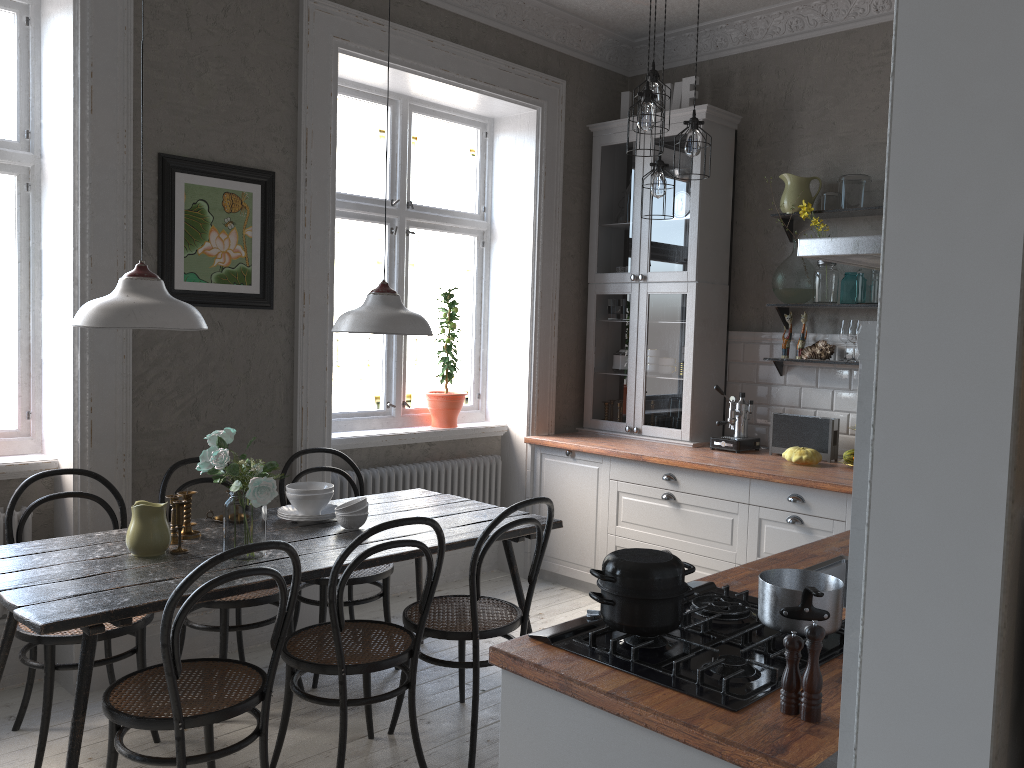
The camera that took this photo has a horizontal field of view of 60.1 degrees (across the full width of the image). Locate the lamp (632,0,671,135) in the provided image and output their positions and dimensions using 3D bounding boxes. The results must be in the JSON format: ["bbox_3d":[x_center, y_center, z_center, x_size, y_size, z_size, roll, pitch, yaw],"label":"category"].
[{"bbox_3d":[0.609,-1.928,3.665,0.144,1.735,0.149,4,4,31],"label":"lamp"}]

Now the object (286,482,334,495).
[{"bbox_3d":[-0.777,0.437,3.404,0.176,0.094,0.183,4,4,35],"label":"object"}]

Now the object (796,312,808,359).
[{"bbox_3d":[1.593,-0.265,4.843,0.062,0.264,0.053,1,4,-10],"label":"object"}]

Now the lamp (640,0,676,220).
[{"bbox_3d":[0.666,-1.597,3.848,0.145,1.735,0.148,2,4,11],"label":"lamp"}]

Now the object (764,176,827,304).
[{"bbox_3d":[1.518,-0.773,4.806,0.331,0.674,0.341,3,4,13],"label":"object"}]

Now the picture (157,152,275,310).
[{"bbox_3d":[-1.261,-0.639,3.813,0.019,0.619,0.532,5,5,44],"label":"picture"}]

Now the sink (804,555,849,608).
[{"bbox_3d":[0.986,0.420,2.247,0.517,0.720,0.496,5,5,44],"label":"sink"}]

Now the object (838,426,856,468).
[{"bbox_3d":[1.811,0.211,4.371,0.345,0.425,0.358,4,4,29],"label":"object"}]

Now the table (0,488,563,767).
[{"bbox_3d":[-0.803,0.903,3.193,0.886,0.735,1.961,5,5,44],"label":"table"}]

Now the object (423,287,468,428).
[{"bbox_3d":[-0.381,-0.157,5.147,0.263,0.813,0.256,1,4,-18],"label":"object"}]

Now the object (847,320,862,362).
[{"bbox_3d":[1.766,-0.221,4.563,0.080,0.217,0.083,4,4,30],"label":"object"}]

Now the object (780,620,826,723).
[{"bbox_3d":[0.489,0.475,1.489,0.071,0.166,0.036,5,5,44],"label":"object"}]

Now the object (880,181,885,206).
[{"bbox_3d":[1.973,-0.996,4.560,0.139,0.220,0.140,2,4,4],"label":"object"}]

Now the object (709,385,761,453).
[{"bbox_3d":[1.212,0.185,4.885,0.201,0.370,0.361,5,5,44],"label":"object"}]

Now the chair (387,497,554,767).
[{"bbox_3d":[-0.139,0.831,3.209,0.537,0.920,0.447,5,5,42],"label":"chair"}]

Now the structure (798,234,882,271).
[{"bbox_3d":[1.323,-1.133,2.438,0.697,1.595,0.727,5,5,44],"label":"structure"}]

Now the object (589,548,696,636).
[{"bbox_3d":[0.268,0.425,1.822,0.187,0.147,0.196,3,4,24],"label":"object"}]

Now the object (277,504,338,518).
[{"bbox_3d":[-0.778,0.493,3.407,0.241,0.027,0.234,0,4,-23],"label":"object"}]

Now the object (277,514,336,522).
[{"bbox_3d":[-0.778,0.511,3.408,0.242,0.027,0.233,0,4,-28],"label":"object"}]

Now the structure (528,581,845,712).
[{"bbox_3d":[0.421,0.516,1.880,0.485,0.031,0.619,5,5,44],"label":"structure"}]

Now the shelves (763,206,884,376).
[{"bbox_3d":[1.938,-0.429,4.504,1.288,0.923,0.233,5,5,44],"label":"shelves"}]

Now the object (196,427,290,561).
[{"bbox_3d":[-0.861,0.350,2.834,0.305,0.414,0.257,5,5,43],"label":"object"}]

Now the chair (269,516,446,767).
[{"bbox_3d":[-0.499,0.840,2.870,0.447,0.920,0.538,-1,4,-38],"label":"chair"}]

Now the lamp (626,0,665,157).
[{"bbox_3d":[0.558,-1.788,3.492,0.146,1.735,0.147,2,4,1],"label":"lamp"}]

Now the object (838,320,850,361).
[{"bbox_3d":[1.771,-0.229,4.692,0.080,0.217,0.083,4,4,30],"label":"object"}]

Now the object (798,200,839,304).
[{"bbox_3d":[1.606,-0.693,4.659,0.188,0.540,0.286,4,4,36],"label":"object"}]

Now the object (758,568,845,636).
[{"bbox_3d":[0.620,0.445,1.805,0.176,0.134,0.301,1,4,-10],"label":"object"}]

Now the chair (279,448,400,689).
[{"bbox_3d":[-0.761,0.769,3.875,0.446,0.920,0.538,-1,4,-33],"label":"chair"}]

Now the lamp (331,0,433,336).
[{"bbox_3d":[-0.461,-1.112,3.294,0.387,1.858,0.371,-1,4,-38],"label":"lamp"}]

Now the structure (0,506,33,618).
[{"bbox_3d":[-2.322,0.706,3.096,0.145,0.428,1.249,5,5,42],"label":"structure"}]

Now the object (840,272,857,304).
[{"bbox_3d":[1.802,-0.502,4.678,0.129,0.172,0.123,-1,5,-42],"label":"object"}]

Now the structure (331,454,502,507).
[{"bbox_3d":[-0.506,0.649,4.941,0.145,0.428,1.249,5,5,42],"label":"structure"}]

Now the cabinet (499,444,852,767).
[{"bbox_3d":[1.013,0.886,3.379,1.987,0.854,4.197,2,4,1],"label":"cabinet"}]

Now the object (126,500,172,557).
[{"bbox_3d":[-1.178,0.460,2.857,0.149,0.170,0.136,2,4,6],"label":"object"}]

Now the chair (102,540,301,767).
[{"bbox_3d":[-0.879,0.853,2.478,0.537,0.920,0.447,5,5,42],"label":"chair"}]

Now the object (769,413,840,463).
[{"bbox_3d":[1.544,0.280,4.687,0.344,0.226,0.090,5,5,44],"label":"object"}]

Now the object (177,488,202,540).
[{"bbox_3d":[-1.131,0.447,3.084,0.094,0.172,0.097,3,4,26],"label":"object"}]

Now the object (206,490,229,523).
[{"bbox_3d":[-1.063,0.462,3.361,0.137,0.112,0.142,4,4,27],"label":"object"}]

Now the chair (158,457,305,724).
[{"bbox_3d":[-1.122,0.778,3.533,0.537,0.920,0.447,5,5,42],"label":"chair"}]

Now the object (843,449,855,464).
[{"bbox_3d":[1.742,0.364,4.471,0.153,0.072,0.075,1,4,-17],"label":"object"}]

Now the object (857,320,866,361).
[{"bbox_3d":[1.828,-0.223,4.630,0.080,0.217,0.083,4,4,30],"label":"object"}]

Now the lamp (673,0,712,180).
[{"bbox_3d":[0.790,-1.744,3.715,0.144,1.735,0.149,4,4,31],"label":"lamp"}]

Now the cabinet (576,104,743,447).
[{"bbox_3d":[0.874,-0.609,5.347,0.861,1.921,0.396,5,5,44],"label":"cabinet"}]

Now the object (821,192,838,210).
[{"bbox_3d":[1.699,-0.962,4.727,0.101,0.111,0.105,5,5,44],"label":"object"}]

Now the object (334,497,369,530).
[{"bbox_3d":[-0.595,0.478,3.288,0.130,0.119,0.122,0,4,-30],"label":"object"}]

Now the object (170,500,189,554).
[{"bbox_3d":[-1.080,0.464,2.880,0.060,0.167,0.058,0,4,-32],"label":"object"}]

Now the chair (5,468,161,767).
[{"bbox_3d":[-1.517,0.791,3.126,0.447,0.920,0.538,-1,4,-38],"label":"chair"}]

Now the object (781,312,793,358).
[{"bbox_3d":[1.531,-0.272,4.927,0.052,0.264,0.062,3,4,16],"label":"object"}]

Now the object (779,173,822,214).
[{"bbox_3d":[1.548,-1.025,4.791,0.176,0.216,0.187,0,4,-32],"label":"object"}]

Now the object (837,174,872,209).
[{"bbox_3d":[1.780,-0.989,4.614,0.173,0.184,0.171,1,4,-7],"label":"object"}]

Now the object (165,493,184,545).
[{"bbox_3d":[-1.140,0.452,2.990,0.063,0.172,0.061,0,4,-24],"label":"object"}]

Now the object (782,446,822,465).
[{"bbox_3d":[1.464,0.362,4.477,0.193,0.083,0.193,5,5,45],"label":"object"}]

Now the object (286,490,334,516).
[{"bbox_3d":[-0.777,0.457,3.405,0.176,0.094,0.183,4,4,35],"label":"object"}]

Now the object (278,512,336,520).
[{"bbox_3d":[-0.778,0.502,3.408,0.235,0.027,0.239,3,4,12],"label":"object"}]

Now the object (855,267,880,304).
[{"bbox_3d":[1.825,-0.508,4.528,0.127,0.206,0.123,0,4,-23],"label":"object"}]

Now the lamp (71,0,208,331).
[{"bbox_3d":[-1.102,-1.093,2.644,0.382,1.858,0.377,1,4,-8],"label":"lamp"}]

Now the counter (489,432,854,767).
[{"bbox_3d":[0.604,0.450,3.556,3.094,0.039,3.463,5,5,44],"label":"counter"}]

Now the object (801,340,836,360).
[{"bbox_3d":[1.645,-0.183,4.759,0.174,0.111,0.098,3,4,21],"label":"object"}]
